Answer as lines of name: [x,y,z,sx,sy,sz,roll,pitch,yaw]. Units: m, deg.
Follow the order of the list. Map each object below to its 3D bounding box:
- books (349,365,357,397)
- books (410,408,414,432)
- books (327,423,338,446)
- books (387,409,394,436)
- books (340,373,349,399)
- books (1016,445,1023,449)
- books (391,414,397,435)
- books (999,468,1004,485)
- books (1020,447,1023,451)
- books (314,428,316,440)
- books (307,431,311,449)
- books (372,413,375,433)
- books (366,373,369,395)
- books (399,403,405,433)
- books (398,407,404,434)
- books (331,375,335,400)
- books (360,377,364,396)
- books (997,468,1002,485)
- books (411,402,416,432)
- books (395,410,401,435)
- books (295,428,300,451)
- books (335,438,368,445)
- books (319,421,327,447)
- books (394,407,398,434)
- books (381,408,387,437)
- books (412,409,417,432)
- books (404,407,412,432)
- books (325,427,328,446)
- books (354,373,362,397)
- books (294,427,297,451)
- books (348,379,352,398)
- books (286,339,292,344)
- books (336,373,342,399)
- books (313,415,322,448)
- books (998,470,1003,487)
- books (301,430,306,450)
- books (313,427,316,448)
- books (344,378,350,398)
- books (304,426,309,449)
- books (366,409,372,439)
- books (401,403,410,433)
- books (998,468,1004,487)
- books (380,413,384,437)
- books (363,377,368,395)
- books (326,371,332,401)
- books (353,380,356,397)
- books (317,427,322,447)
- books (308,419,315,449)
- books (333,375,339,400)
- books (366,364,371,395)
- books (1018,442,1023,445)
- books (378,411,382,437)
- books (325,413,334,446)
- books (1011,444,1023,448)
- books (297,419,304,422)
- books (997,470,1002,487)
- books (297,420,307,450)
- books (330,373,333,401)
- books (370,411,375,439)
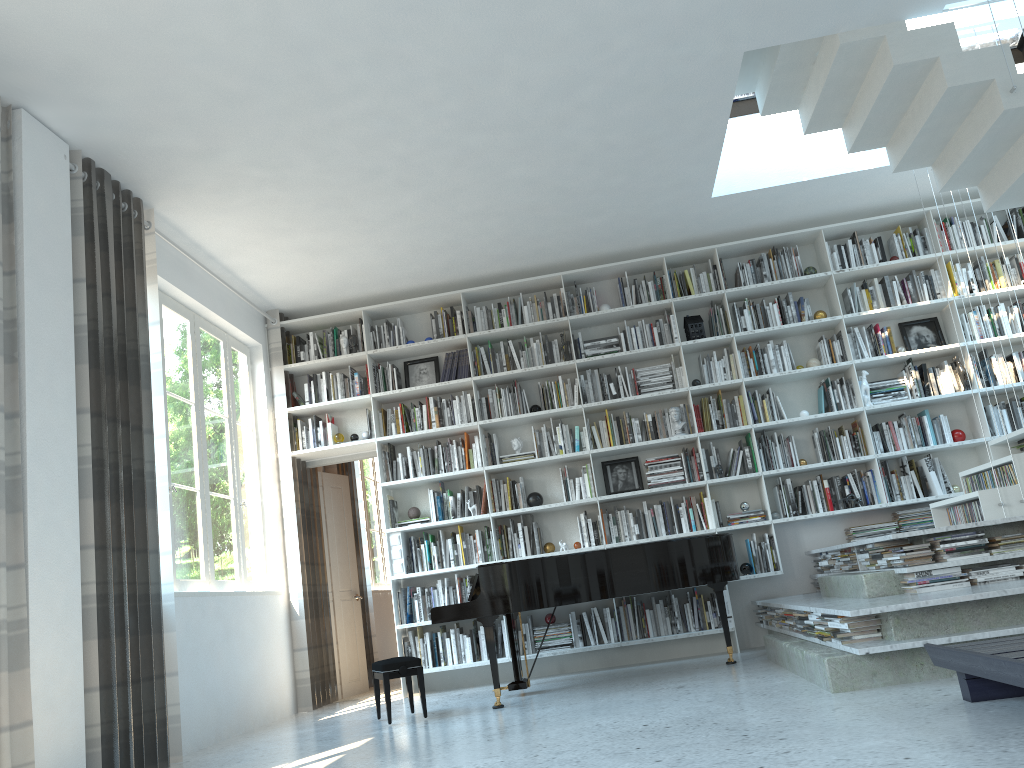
books: [-1.327,0.012,7.458,0.012,0.302,0.189,-9,-13,5]
books: [-0.811,0.328,7.343,0.012,0.230,0.150,-9,-13,5]
books: [-1.483,0.442,7.376,0.029,0.210,0.187,-9,-13,5]
books: [-1.004,0.346,7.362,0.062,0.257,0.153,-9,-13,5]
books: [-1.400,0.050,7.458,0.030,0.250,0.166,-9,-13,5]
books: [3.403,0.389,5.751,0.159,0.009,0.208,-8,-14,1]
books: [-0.960,0.364,7.328,0.026,0.194,0.176,-9,-14,5]
books: [2.983,0.549,5.284,0.125,0.125,0.009,-9,-13,5]
books: [3.411,0.403,5.746,0.140,0.022,0.182,-8,-14,-1]
books: [-1.609,0.469,7.401,0.011,0.205,0.163,-9,-13,5]
books: [-1.670,0.495,7.425,0.029,0.184,0.135,-9,-13,5]
books: [-1.102,0.368,7.326,0.021,0.224,0.232,-9,-14,5]
books: [-1.194,0.029,7.461,0.014,0.235,0.144,-9,-13,5]
books: [-0.888,0.313,7.344,0.020,0.280,0.165,-9,-13,5]
books: [-0.903,0.328,7.339,0.014,0.252,0.187,-9,-13,5]
books: [-1.477,0.064,7.466,0.012,0.248,0.192,-9,-13,5]
books: [-1.237,0.056,7.461,0.029,0.195,0.146,-9,-13,5]
books: [2.986,0.554,5.309,0.125,0.125,0.008,-9,-13,5]
books: [-0.802,0.302,7.343,0.012,0.276,0.151,-9,-13,5]
books: [-0.923,0.343,7.339,0.030,0.229,0.172,-9,-13,5]
books: [-1.770,0.487,7.414,0.013,0.221,0.163,-9,-13,5]
books: [-1.308,0.493,7.365,0.285,0.012,0.160,-10,-14,7]
books: [-1.552,0.439,7.378,0.021,0.236,0.189,-9,-13,5]
books: [-0.944,0.332,7.349,0.010,0.262,0.151,-9,-13,5]
books: [-1.043,0.346,7.350,0.012,0.262,0.180,-9,-13,5]
books: [-0.786,0.326,7.323,0.014,0.217,0.164,-9,-13,5]
books: [-0.841,0.322,7.343,0.047,0.249,0.134,-9,-13,5]
books: [-1.519,0.466,7.410,0.029,0.191,0.135,-9,-13,5]
books: [-1.272,0.038,7.439,0.029,0.228,0.191,-9,-13,5]
books: [-1.783,0.486,7.415,0.013,0.227,0.179,-9,-13,5]
books: [-1.336,0.072,7.472,0.029,0.197,0.144,-9,-13,5]
books: [-1.917,-0.251,7.599,0.012,0.306,0.181,-9,-13,5]
books: [-1.428,0.049,7.462,0.025,0.260,0.167,-9,-13,5]
books: [-1.606,0.420,7.394,0.013,0.296,0.187,-9,-13,5]
books: [2.985,0.553,5.302,0.125,0.125,0.008,-9,-13,5]
books: [-1.711,0.492,7.414,0.029,0.196,0.161,-9,-13,5]
books: [-1.624,0.473,7.424,0.023,0.213,0.141,-9,-13,5]
books: [-1.366,0.068,7.468,0.028,0.211,0.139,-9,-13,5]
books: [-1.695,0.476,7.406,0.010,0.219,0.181,-9,-13,5]
books: [-1.171,0.358,7.369,0.012,0.284,0.160,-9,-13,5]
books: [-0.874,0.310,7.332,0.011,0.276,0.164,-9,-13,5]
books: [2.984,0.551,5.293,0.125,0.125,0.010,-9,-13,5]
books: [-1.057,0.365,7.356,0.022,0.232,0.151,-9,-13,5]
books: [-1.212,0.052,7.443,0.026,0.187,0.154,-9,-13,5]
books: [-1.516,0.051,7.483,0.037,0.291,0.156,-9,-13,5]
books: [-1.296,0.070,7.458,0.031,0.182,0.151,-9,-13,5]
books: [-1.579,0.470,7.394,0.024,0.192,0.181,-9,-14,5]
books: [-1.653,0.441,7.418,0.022,0.281,0.157,-9,-13,5]
books: [-1.460,0.064,7.465,0.021,0.243,0.174,-9,-13,5]
books: [-1.186,-0.004,7.454,0.014,0.293,0.173,-9,-13,5]
books: [3.402,0.373,5.754,0.161,0.012,0.195,-9,-14,2]
books: [-1.074,0.360,7.369,0.012,0.253,0.161,-9,-13,5]
books: [-1.508,0.407,7.401,0.013,0.298,0.179,-9,-13,5]
books: [3.384,0.385,5.754,0.198,0.006,0.189,-9,-14,1]
books: [-1.759,0.451,7.444,0.013,0.302,0.135,-9,-13,5]
books: [2.987,0.556,5.317,0.125,0.125,0.007,-9,-13,5]
books: [-1.743,0.453,7.418,0.023,0.281,0.171,-9,-13,5]
books: [-1.491,0.056,7.470,0.013,0.268,0.162,-9,-13,5]
books: [-1.140,0.365,7.385,0.044,0.268,0.134,-9,-13,5]
